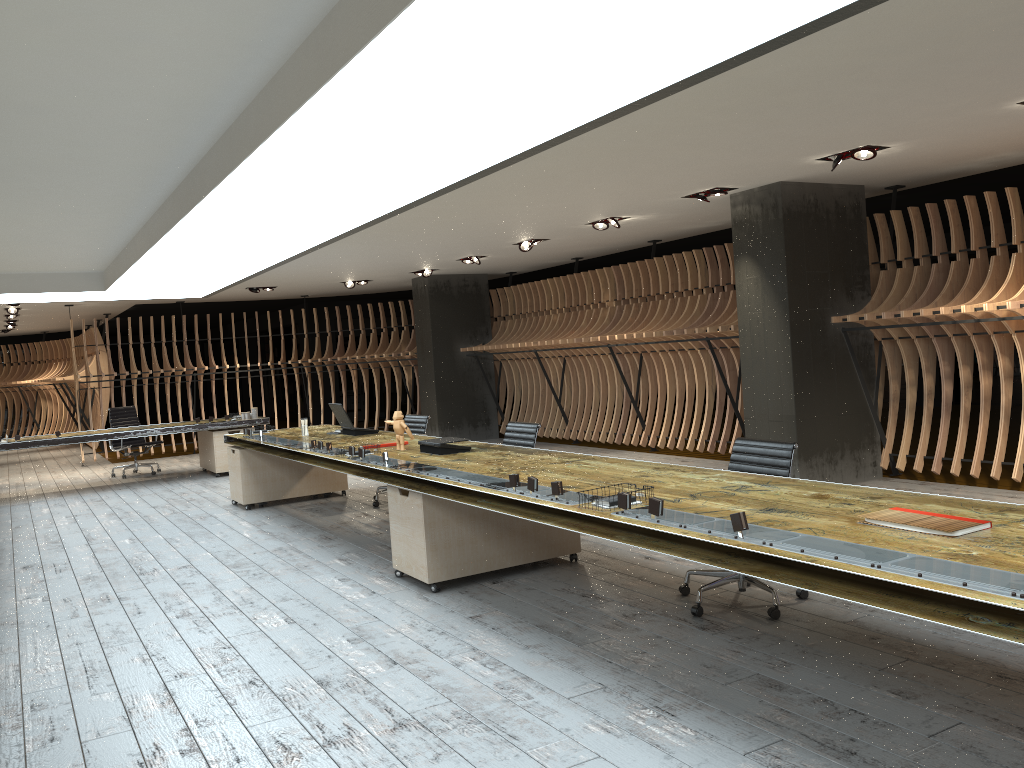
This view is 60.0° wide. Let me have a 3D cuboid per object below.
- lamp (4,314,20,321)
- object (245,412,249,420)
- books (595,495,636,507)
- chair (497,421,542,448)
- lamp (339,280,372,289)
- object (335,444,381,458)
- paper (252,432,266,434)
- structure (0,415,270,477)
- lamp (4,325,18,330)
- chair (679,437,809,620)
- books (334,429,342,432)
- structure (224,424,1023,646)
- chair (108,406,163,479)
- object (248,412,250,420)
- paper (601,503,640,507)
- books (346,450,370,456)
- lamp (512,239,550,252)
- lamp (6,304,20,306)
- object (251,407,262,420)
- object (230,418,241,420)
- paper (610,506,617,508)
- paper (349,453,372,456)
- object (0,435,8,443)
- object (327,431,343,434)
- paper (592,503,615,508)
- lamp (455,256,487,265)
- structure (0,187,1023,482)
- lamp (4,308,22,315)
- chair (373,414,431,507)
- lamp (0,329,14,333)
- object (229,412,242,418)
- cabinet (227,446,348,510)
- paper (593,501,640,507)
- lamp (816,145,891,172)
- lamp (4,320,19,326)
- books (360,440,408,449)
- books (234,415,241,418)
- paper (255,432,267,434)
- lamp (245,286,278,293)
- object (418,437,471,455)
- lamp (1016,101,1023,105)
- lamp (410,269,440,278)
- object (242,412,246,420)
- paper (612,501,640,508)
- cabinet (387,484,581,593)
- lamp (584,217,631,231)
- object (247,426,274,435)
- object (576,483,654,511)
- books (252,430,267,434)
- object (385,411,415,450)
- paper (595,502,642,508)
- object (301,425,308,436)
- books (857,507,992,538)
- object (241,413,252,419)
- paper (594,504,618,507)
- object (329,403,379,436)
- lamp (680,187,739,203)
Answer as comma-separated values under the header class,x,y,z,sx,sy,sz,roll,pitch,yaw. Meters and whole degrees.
class,x,y,z,sx,sy,sz,roll,pitch,yaw
lamp,-9.416,-1.330,16.688,0.269,0.288,0.492,-5,2,-30
object,-3.723,0.451,12.453,0.062,0.109,0.062,-3,2,33
books,0.445,0.503,3.845,0.155,0.025,0.110,-5,3,-35
chair,-0.105,0.762,7.097,0.668,0.859,0.693,-5,2,-39
lamp,-2.581,-1.736,14.696,0.492,0.292,0.269,-4,2,15
object,-1.150,0.502,6.638,0.302,0.074,0.216,-5,2,-35
paper,-2.739,0.526,9.614,0.176,0.004,0.130,-5,2,-24
structure,-1.721,0.971,4.719,4.839,0.844,18.472,-5,2,-30
lamp,-11.003,-1.319,19.455,0.269,0.292,0.492,-5,2,-30
chair,1.183,0.756,4.786,0.668,0.859,0.693,-5,2,-34
books,-1.660,0.459,8.824,0.186,0.027,0.112,-6,3,-45
structure,-0.026,0.825,5.447,1.163,0.844,10.449,-5,2,-30
chair,-5.578,0.840,13.165,0.698,1.022,0.666,-3,2,41
object,-3.722,0.448,12.524,0.062,0.109,0.062,-3,2,33
paper,0.453,0.517,3.846,0.176,0.004,0.130,-5,2,-21
books,-1.154,0.513,6.639,0.155,0.025,0.110,-5,3,-35
lamp,0.232,-1.798,10.964,0.269,0.288,0.492,-5,2,-30
lamp,-7.829,-1.336,13.922,0.269,0.295,0.492,-5,2,-30
object,-3.597,0.435,12.477,0.088,0.204,0.262,-5,2,-31
object,-3.891,0.501,12.709,0.343,0.015,0.233,-4,2,2
paper,0.453,0.516,3.846,0.176,0.004,0.130,-5,2,-26
paper,-1.147,0.524,6.639,0.176,0.004,0.130,-5,2,-24
object,-6.532,0.548,11.024,0.431,0.429,0.195,-5,2,-34
object,-1.701,0.480,8.843,0.213,0.019,0.219,-6,3,-45
paper,0.453,0.515,3.846,0.176,0.004,0.130,-5,2,-25
lamp,-0.561,-1.791,12.347,0.269,0.292,0.492,-5,2,-30
structure,-4.373,0.172,7.906,14.891,2.439,36.547,-5,2,-30
lamp,-8.622,-1.337,15.305,0.269,0.284,0.492,-5,2,-30
chair,-1.162,0.766,8.988,0.668,0.859,0.693,-5,2,-44
lamp,-11.860,-1.308,20.795,0.492,0.293,0.269,-2,2,43
object,-4.069,0.467,13.149,0.217,0.074,0.302,-5,2,-25
cabinet,-2.431,0.946,9.636,1.132,0.630,0.593,-5,2,-30
paper,0.453,0.515,3.846,0.176,0.004,0.130,-5,2,-24
lamp,2.613,-1.810,6.814,0.269,0.292,0.492,-5,2,-30
lamp,-10.209,-1.322,18.071,0.269,0.296,0.492,-5,2,-30
books,-1.041,0.491,7.187,0.366,0.026,0.213,-5,2,-19
books,-4.070,0.477,13.145,0.110,0.025,0.155,-5,2,-25
paper,-2.739,0.527,9.614,0.176,0.004,0.130,-5,2,-23
lamp,-4.129,-1.622,14.593,0.493,0.293,0.269,-5,2,-23
object,-0.489,0.449,6.435,0.263,0.088,0.373,-5,2,-30
lamp,3.407,-1.813,5.431,0.269,0.294,0.492,-5,2,-30
lamp,-1.367,-1.784,13.723,0.269,0.293,0.492,-5,2,-36
object,-3.784,0.454,12.489,0.062,0.109,0.062,-3,2,33
paper,0.463,0.518,3.856,0.176,0.003,0.130,-5,2,-31
cabinet,-0.177,0.925,5.928,1.132,0.630,0.593,-5,2,-30
lamp,1.026,-1.802,9.581,0.269,0.288,0.492,-5,2,-30
object,-2.743,0.505,9.613,0.302,0.074,0.216,-5,2,-35
object,0.449,0.492,3.845,0.302,0.071,0.209,-5,2,-35
books,-2.747,0.515,9.614,0.155,0.025,0.110,-5,3,-35
object,-0.891,0.357,6.826,0.320,0.300,0.097,-2,2,44
paper,0.453,0.516,3.846,0.176,0.004,0.130,-5,2,-25
object,-2.064,0.466,8.835,0.061,0.111,0.061,-4,1,4
books,1.406,0.472,3.039,0.213,0.026,0.366,-5,2,-29
object,-3.739,0.460,12.531,0.175,0.089,0.289,-4,2,-14
paper,0.453,0.517,3.846,0.176,0.004,0.130,-5,2,-26
object,-1.522,0.330,8.535,0.365,0.316,0.373,-5,2,-30
lamp,1.820,-1.803,8.197,0.269,0.295,0.492,-5,2,-30
